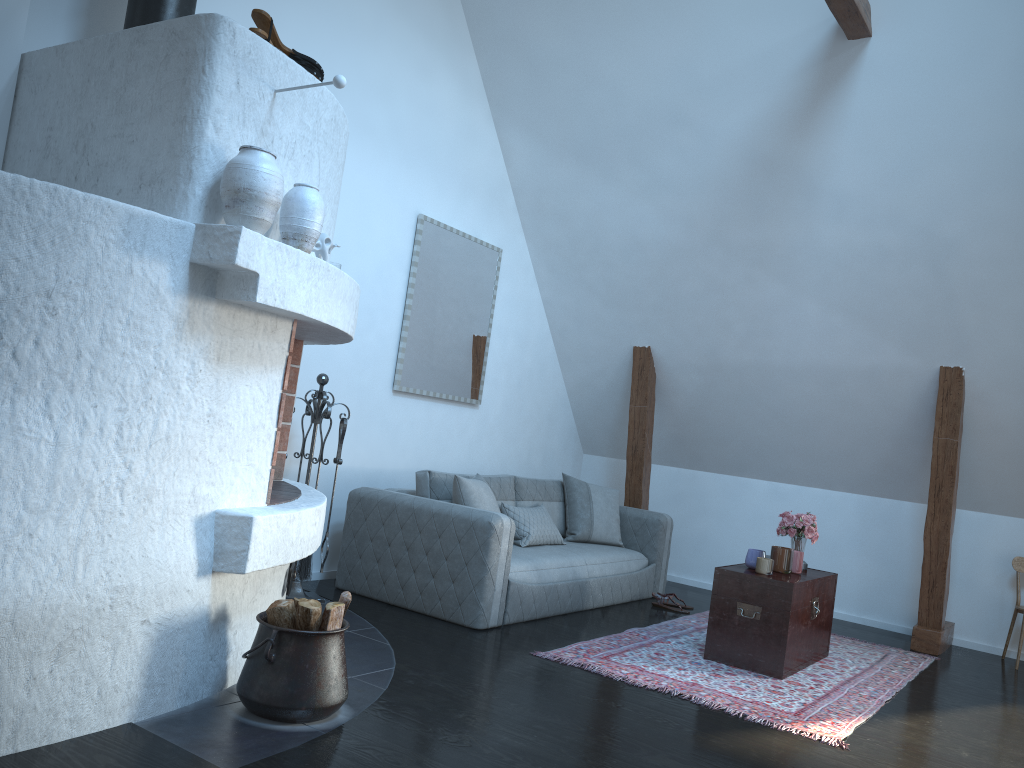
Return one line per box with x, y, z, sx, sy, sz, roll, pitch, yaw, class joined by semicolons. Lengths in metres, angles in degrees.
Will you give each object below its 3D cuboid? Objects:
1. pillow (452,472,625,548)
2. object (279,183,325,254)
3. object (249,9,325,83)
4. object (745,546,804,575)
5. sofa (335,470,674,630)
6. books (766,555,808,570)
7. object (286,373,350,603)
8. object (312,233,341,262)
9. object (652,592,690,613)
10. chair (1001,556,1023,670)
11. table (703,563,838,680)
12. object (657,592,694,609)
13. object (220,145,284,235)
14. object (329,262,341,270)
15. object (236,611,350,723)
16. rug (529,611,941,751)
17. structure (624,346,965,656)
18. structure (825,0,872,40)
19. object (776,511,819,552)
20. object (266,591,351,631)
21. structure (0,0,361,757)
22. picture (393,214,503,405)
0.209;0.857;5.947;0.444;0.515;2.075;6;-4;34;pillow
-0.764;-0.582;3.213;0.158;0.274;0.158;9;-3;-17;object
-0.889;-1.244;3.500;0.311;0.094;0.783;7;-3;20;object
1.439;0.976;4.950;0.413;0.138;0.215;11;-4;-44;object
0.094;1.021;5.975;1.107;0.770;2.458;6;-4;34;sofa
1.655;1.079;5.376;0.243;0.034;0.179;7;-3;12;books
-1.128;0.556;4.872;0.376;1.245;0.376;7;-3;14;object
-0.728;-0.521;3.390;0.064;0.114;0.161;6;-4;37;object
1.090;1.505;6.102;0.277;0.090;0.101;7;-3;22;object
3.442;1.507;5.787;0.329;0.696;0.342;7;-3;17;chair
1.491;1.299;5.007;0.471;0.492;0.962;6;-4;34;table
1.149;1.521;6.251;0.277;0.090;0.101;8;-3;-9;object
-0.876;-0.629;2.980;0.203;0.314;0.203;7;-3;18;object
-0.923;-0.522;4.489;0.092;0.180;0.092;9;-3;-28;object
-0.756;0.985;3.115;0.384;0.313;0.384;10;-3;-30;object
1.424;1.530;4.983;1.512;0.029;2.647;6;-4;34;rug
6.183;1.162;3.953;12.350;1.963;1.023;6;-4;34;structure
2.395;-2.352;0.845;15.910;3.562;10.230;5;-4;39;structure
1.676;0.915;5.231;0.235;0.351;0.234;8;-3;-6;object
-0.736;0.903;3.099;0.270;0.370;0.240;6;-4;34;object
-1.988;-1.366;3.702;3.049;4.752;3.058;5;-4;43;structure
-0.427;-0.489;6.267;0.025;1.185;0.965;6;-4;34;picture
